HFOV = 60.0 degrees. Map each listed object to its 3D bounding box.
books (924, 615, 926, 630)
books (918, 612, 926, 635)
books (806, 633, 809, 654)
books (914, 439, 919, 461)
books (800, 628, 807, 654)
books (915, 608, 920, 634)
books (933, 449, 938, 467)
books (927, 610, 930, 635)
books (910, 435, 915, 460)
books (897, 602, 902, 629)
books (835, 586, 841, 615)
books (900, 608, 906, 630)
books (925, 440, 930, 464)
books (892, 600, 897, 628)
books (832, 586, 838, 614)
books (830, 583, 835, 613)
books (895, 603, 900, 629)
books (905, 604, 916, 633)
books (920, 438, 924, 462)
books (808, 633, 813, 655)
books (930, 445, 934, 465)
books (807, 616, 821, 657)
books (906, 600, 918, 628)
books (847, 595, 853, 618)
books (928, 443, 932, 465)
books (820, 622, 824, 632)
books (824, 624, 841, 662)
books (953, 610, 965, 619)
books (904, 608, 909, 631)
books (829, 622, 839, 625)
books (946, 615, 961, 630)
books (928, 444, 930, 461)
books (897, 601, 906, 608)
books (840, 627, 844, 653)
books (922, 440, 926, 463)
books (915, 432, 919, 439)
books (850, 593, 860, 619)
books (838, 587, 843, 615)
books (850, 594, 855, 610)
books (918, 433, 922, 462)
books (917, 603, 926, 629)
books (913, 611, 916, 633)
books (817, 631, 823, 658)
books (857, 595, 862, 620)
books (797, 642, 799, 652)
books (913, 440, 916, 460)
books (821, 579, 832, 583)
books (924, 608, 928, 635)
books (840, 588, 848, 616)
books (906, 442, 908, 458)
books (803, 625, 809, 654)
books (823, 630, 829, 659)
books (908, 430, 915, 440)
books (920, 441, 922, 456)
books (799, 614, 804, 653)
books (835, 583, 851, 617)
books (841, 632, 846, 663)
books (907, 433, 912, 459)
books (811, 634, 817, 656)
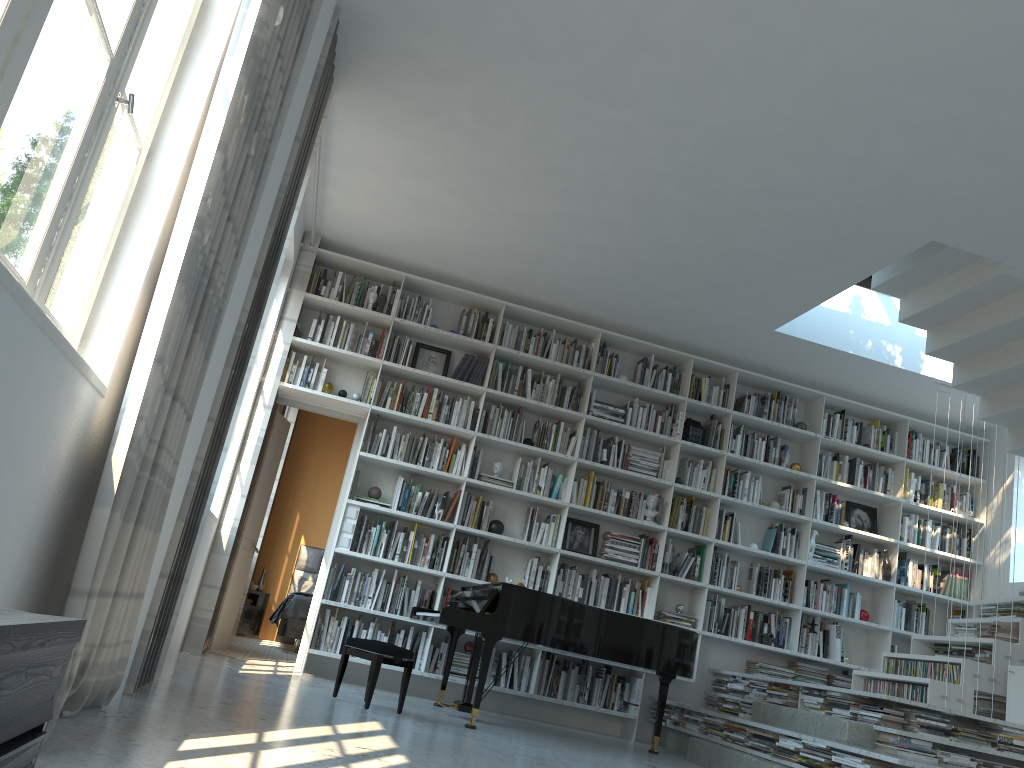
[{"bbox_3d":[3.530,2.074,7.694,0.014,0.237,0.146,15,-16,-10],"label":"books"},{"bbox_3d":[3.503,2.078,7.669,0.021,0.205,0.175,15,-16,-10],"label":"books"},{"bbox_3d":[2.430,2.155,7.400,0.025,0.209,0.137,15,-16,-10],"label":"books"},{"bbox_3d":[3.615,0.633,8.044,0.023,0.243,0.183,15,-16,-10],"label":"books"},{"bbox_3d":[2.394,2.143,7.393,0.023,0.213,0.164,15,-16,-10],"label":"books"},{"bbox_3d":[3.461,2.058,7.676,0.014,0.230,0.172,15,-16,-10],"label":"books"},{"bbox_3d":[3.816,0.708,8.087,0.026,0.207,0.163,15,-16,-10],"label":"books"},{"bbox_3d":[3.562,2.082,7.700,0.013,0.239,0.166,15,-16,-10],"label":"books"},{"bbox_3d":[3.570,0.605,8.028,0.012,0.268,0.185,15,-16,-10],"label":"books"},{"bbox_3d":[3.294,2.006,7.643,0.022,0.241,0.151,15,-16,-10],"label":"books"},{"bbox_3d":[2.722,1.845,7.523,0.014,0.248,0.177,15,-16,-10],"label":"books"},{"bbox_3d":[3.315,2.031,7.638,0.029,0.201,0.173,15,-16,-10],"label":"books"},{"bbox_3d":[3.722,0.654,8.073,0.029,0.263,0.179,15,-16,-10],"label":"books"},{"bbox_3d":[3.240,1.984,7.626,0.024,0.251,0.176,15,-16,-10],"label":"books"},{"bbox_3d":[2.698,1.846,7.538,0.026,0.246,0.166,15,-16,-10],"label":"books"},{"bbox_3d":[2.666,1.822,7.510,0.012,0.261,0.187,15,-16,-10],"label":"books"},{"bbox_3d":[3.265,2.002,7.636,0.037,0.235,0.153,15,-16,-10],"label":"books"},{"bbox_3d":[3.397,2.025,7.644,0.027,0.248,0.184,15,-16,-10],"label":"books"},{"bbox_3d":[3.675,0.637,8.069,0.027,0.274,0.148,15,-16,-10],"label":"books"},{"bbox_3d":[2.454,2.173,7.403,0.030,0.187,0.140,15,-16,-10],"label":"books"},{"bbox_3d":[3.781,0.683,8.081,0.025,0.236,0.144,15,-16,-10],"label":"books"},{"bbox_3d":[2.515,2.114,7.422,0.014,0.332,0.169,15,-16,-10],"label":"books"},{"bbox_3d":[3.454,2.025,7.688,0.013,0.296,0.141,15,-16,-10],"label":"books"},{"bbox_3d":[2.828,1.900,7.545,0.030,0.200,0.190,15,-16,-10],"label":"books"},{"bbox_3d":[3.756,0.673,8.086,0.027,0.249,0.155,15,-16,-10],"label":"books"},{"bbox_3d":[2.568,2.149,7.449,0.010,0.303,0.132,15,-16,-10],"label":"books"},{"bbox_3d":[2.650,2.160,7.403,0.075,0.290,0.255,15,-16,-10],"label":"books"},{"bbox_3d":[3.921,2.145,7.789,0.013,0.314,0.130,15,-16,-10],"label":"books"},{"bbox_3d":[3.362,2.044,7.659,0.025,0.207,0.149,15,-16,-10],"label":"books"},{"bbox_3d":[2.697,2.172,7.472,0.012,0.325,0.136,15,-16,-10],"label":"books"},{"bbox_3d":[3.860,2.156,7.760,0.012,0.253,0.161,15,-16,-10],"label":"books"},{"bbox_3d":[3.739,0.672,8.071,0.011,0.236,0.148,15,-16,-10],"label":"books"},{"bbox_3d":[3.343,2.011,7.669,0.024,0.266,0.133,15,-16,-10],"label":"books"},{"bbox_3d":[2.716,2.190,7.450,0.025,0.286,0.160,15,-16,-10],"label":"books"},{"bbox_3d":[3.698,0.650,8.067,0.022,0.258,0.163,15,-16,-10],"label":"books"},{"bbox_3d":[3.636,0.603,8.074,0.012,0.325,0.151,15,-16,-10],"label":"books"},{"bbox_3d":[2.891,1.901,7.567,0.025,0.235,0.181,15,-16,-10],"label":"books"},{"bbox_3d":[2.753,1.858,7.554,0.012,0.253,0.161,15,-16,-10],"label":"books"},{"bbox_3d":[2.858,1.903,7.568,0.037,0.218,0.140,15,-16,-10],"label":"books"},{"bbox_3d":[3.649,0.612,8.059,0.012,0.305,0.185,15,-16,-10],"label":"books"},{"bbox_3d":[3.525,2.047,7.691,0.011,0.283,0.161,15,-16,-10],"label":"books"},{"bbox_3d":[3.425,2.065,7.672,0.027,0.200,0.164,15,-16,-10],"label":"books"},{"bbox_3d":[2.535,2.177,7.411,0.052,0.216,0.185,15,-16,-10],"label":"books"},{"bbox_3d":[2.914,1.914,7.571,0.027,0.222,0.170,15,-16,-10],"label":"books"},{"bbox_3d":[2.352,2.136,7.397,0.033,0.212,0.140,15,-16,-10],"label":"books"},{"bbox_3d":[3.582,0.629,8.029,0.022,0.228,0.175,15,-16,-10],"label":"books"},{"bbox_3d":[2.654,1.806,7.529,0.013,0.298,0.148,15,-16,-10],"label":"books"},{"bbox_3d":[3.551,2.073,7.703,0.012,0.253,0.161,15,-16,-10],"label":"books"},{"bbox_3d":[2.775,1.862,7.533,0.023,0.243,0.190,15,-16,-10],"label":"books"},{"bbox_3d":[3.529,0.625,8.042,0.025,0.222,0.137,15,-16,-10],"label":"books"},{"bbox_3d":[2.417,2.132,7.391,0.015,0.243,0.157,15,-16,-10],"label":"books"},{"bbox_3d":[2.585,2.181,7.427,0.031,0.238,0.172,15,-16,-10],"label":"books"},{"bbox_3d":[3.603,0.591,8.066,0.014,0.330,0.143,15,-16,-10],"label":"books"},{"bbox_3d":[3.654,0.638,8.062,0.014,0.259,0.168,15,-16,-10],"label":"books"},{"bbox_3d":[2.386,2.088,7.416,0.013,0.326,0.131,15,-16,-10],"label":"books"},{"bbox_3d":[2.802,1.847,7.547,0.026,0.289,0.181,15,-16,-10],"label":"books"},{"bbox_3d":[2.754,2.210,7.465,0.062,0.273,0.148,15,-16,-10],"label":"books"},{"bbox_3d":[3.557,0.597,8.040,0.013,0.285,0.151,15,-16,-10],"label":"books"},{"bbox_3d":[2.481,2.180,7.401,0.024,0.184,0.149,15,-16,-10],"label":"books"}]
